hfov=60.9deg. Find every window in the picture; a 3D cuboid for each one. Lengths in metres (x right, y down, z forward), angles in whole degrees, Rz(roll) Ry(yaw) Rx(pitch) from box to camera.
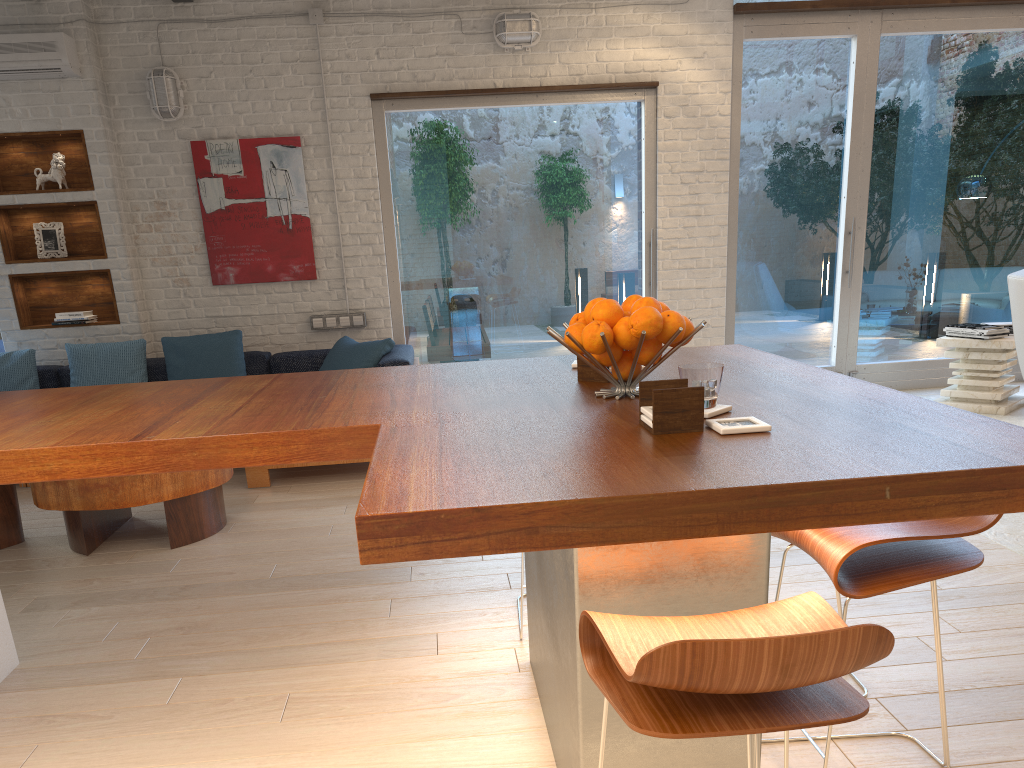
[{"bbox_3d":[0.814,-3.025,6.148,12.325,6.729,0.613,-4,18,-4],"label":"window"}]

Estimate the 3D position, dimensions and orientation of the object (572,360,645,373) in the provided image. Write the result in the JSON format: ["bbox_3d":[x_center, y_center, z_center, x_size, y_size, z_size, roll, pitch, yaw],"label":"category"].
[{"bbox_3d":[0.273,-0.053,2.411,0.198,0.036,0.379,-3,9,-1],"label":"object"}]

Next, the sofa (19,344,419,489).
[{"bbox_3d":[-2.543,0.282,5.361,3.946,0.692,1.993,-4,10,-4],"label":"sofa"}]

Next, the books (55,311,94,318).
[{"bbox_3d":[-3.105,-0.493,6.188,0.206,0.035,0.127,-2,10,5],"label":"books"}]

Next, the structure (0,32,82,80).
[{"bbox_3d":[-3.199,-2.065,5.516,0.814,0.231,0.191,-4,14,-4],"label":"structure"}]

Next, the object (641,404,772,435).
[{"bbox_3d":[0.352,0.055,1.690,0.205,0.036,0.275,-4,9,-4],"label":"object"}]

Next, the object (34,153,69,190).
[{"bbox_3d":[-3.130,-1.439,5.913,0.216,0.254,0.106,-2,16,3],"label":"object"}]

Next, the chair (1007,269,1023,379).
[{"bbox_3d":[3.243,-0.125,4.799,0.972,1.063,0.980,0,14,12],"label":"chair"}]

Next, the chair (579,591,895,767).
[{"bbox_3d":[0.348,0.682,1.415,0.404,0.810,0.402,-4,16,-4],"label":"chair"}]

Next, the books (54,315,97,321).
[{"bbox_3d":[-3.096,-0.467,6.195,0.236,0.020,0.164,-4,9,-2],"label":"books"}]

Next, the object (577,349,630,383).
[{"bbox_3d":[0.242,-0.055,2.279,0.092,0.086,0.111,8,16,39],"label":"object"}]

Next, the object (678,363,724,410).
[{"bbox_3d":[0.379,0.006,1.753,0.091,0.088,0.087,-5,14,-7],"label":"object"}]

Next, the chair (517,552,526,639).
[{"bbox_3d":[0.191,0.440,3.023,0.404,0.810,0.402,-4,16,-4],"label":"chair"}]

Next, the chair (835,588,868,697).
[{"bbox_3d":[0.782,0.491,2.488,0.422,0.810,0.385,-4,16,-4],"label":"chair"}]

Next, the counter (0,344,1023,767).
[{"bbox_3d":[-0.391,0.532,2.133,2.494,0.964,1.615,-4,11,-4],"label":"counter"}]

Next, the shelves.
[{"bbox_3d":[-3.155,-1.021,6.048,0.769,1.493,0.182,-4,18,-4],"label":"shelves"}]

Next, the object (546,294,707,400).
[{"bbox_3d":[0.258,-0.085,1.996,0.355,0.232,0.358,-12,15,-38],"label":"object"}]

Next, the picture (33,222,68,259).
[{"bbox_3d":[-3.205,-0.998,6.061,0.192,0.256,0.097,-6,17,-13],"label":"picture"}]

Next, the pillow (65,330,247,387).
[{"bbox_3d":[-2.418,-0.121,5.949,1.210,0.438,0.242,-4,16,-4],"label":"pillow"}]

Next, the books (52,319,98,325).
[{"bbox_3d":[-3.107,-0.439,6.196,0.252,0.018,0.155,-2,9,5],"label":"books"}]

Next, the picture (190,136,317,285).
[{"bbox_3d":[-1.814,-1.213,6.165,0.744,1.005,0.018,-4,18,-4],"label":"picture"}]

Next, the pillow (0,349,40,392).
[{"bbox_3d":[-3.762,-0.010,5.875,1.105,0.419,0.232,-4,16,-5],"label":"pillow"}]

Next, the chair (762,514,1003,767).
[{"bbox_3d":[0.832,0.567,1.980,0.422,0.810,0.385,-4,16,-4],"label":"chair"}]

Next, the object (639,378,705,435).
[{"bbox_3d":[0.298,0.041,1.641,0.094,0.086,0.109,-4,12,-5],"label":"object"}]

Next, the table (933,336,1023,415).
[{"bbox_3d":[3.343,-0.088,6.197,0.486,0.527,0.481,10,19,44],"label":"table"}]

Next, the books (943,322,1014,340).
[{"bbox_3d":[3.386,-0.383,6.108,0.564,0.083,0.376,-6,10,-20],"label":"books"}]

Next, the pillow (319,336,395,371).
[{"bbox_3d":[-1.069,-0.144,5.960,0.554,0.343,0.367,8,17,44],"label":"pillow"}]

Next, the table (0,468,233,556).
[{"bbox_3d":[-2.301,0.557,4.246,1.831,0.468,1.030,-3,10,1],"label":"table"}]
